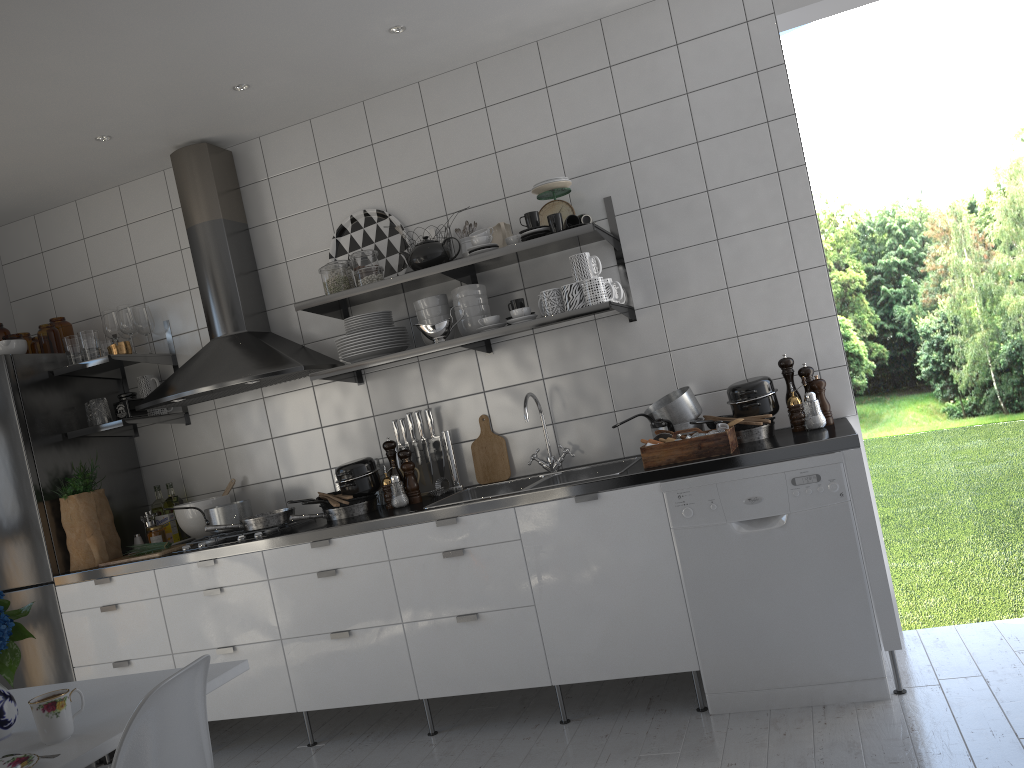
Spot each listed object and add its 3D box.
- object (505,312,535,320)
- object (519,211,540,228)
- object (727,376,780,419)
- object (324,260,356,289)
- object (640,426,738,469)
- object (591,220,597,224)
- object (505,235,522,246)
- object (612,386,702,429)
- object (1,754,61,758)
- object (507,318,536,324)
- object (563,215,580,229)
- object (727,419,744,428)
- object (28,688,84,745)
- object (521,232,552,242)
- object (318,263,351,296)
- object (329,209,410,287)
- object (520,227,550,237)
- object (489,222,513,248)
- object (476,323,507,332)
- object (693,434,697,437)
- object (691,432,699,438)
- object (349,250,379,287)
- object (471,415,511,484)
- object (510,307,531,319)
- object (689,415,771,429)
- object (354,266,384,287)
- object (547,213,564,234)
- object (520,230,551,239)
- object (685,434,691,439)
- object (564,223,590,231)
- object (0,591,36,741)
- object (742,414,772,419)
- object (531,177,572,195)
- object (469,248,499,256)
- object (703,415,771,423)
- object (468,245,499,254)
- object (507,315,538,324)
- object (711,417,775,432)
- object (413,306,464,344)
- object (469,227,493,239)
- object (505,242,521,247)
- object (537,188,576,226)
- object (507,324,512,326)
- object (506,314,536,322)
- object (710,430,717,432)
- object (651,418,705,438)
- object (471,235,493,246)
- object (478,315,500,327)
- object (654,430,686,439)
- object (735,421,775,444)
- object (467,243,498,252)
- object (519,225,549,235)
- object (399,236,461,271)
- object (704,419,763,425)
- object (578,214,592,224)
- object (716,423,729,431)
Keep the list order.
[{"bbox_3d":[0.035,-0.262,3.509,0.121,0.023,0.121,-12,-1,-1],"label":"object"},{"bbox_3d":[0.074,-0.602,3.327,0.071,0.078,0.055,-12,0,38],"label":"object"},{"bbox_3d":[0.893,0.058,3.289,0.190,0.159,0.198,-12,0,-21],"label":"object"},{"bbox_3d":[-0.728,-0.434,3.786,0.122,0.171,0.121,-12,0,38],"label":"object"},{"bbox_3d":[0.617,0.207,3.091,0.301,0.100,0.210,-12,-1,20],"label":"object"},{"bbox_3d":[0.305,-0.608,3.438,0.066,0.067,0.052,-12,0,19],"label":"object"},{"bbox_3d":[0.015,-0.544,3.426,0.080,0.048,0.082,-12,-1,30],"label":"object"},{"bbox_3d":[0.542,0.122,3.383,0.371,0.169,0.203,-12,0,-5],"label":"object"},{"bbox_3d":[-0.950,0.733,1.743,0.140,0.011,0.032,-12,-1,21],"label":"object"},{"bbox_3d":[0.040,-0.244,3.508,0.121,0.021,0.121,-11,-1,-38],"label":"object"},{"bbox_3d":[0.226,-0.597,3.310,0.069,0.058,0.080,-12,0,-9],"label":"object"},{"bbox_3d":[0.694,0.191,3.136,0.271,0.094,0.050,-12,0,23],"label":"object"},{"bbox_3d":[-0.949,0.693,1.844,0.078,0.095,0.090,-12,0,11],"label":"object"},{"bbox_3d":[0.094,-0.542,3.323,0.121,0.021,0.121,-12,-1,-5],"label":"object"},{"bbox_3d":[-0.720,-0.419,3.624,0.121,0.130,0.121,-12,0,4],"label":"object"},{"bbox_3d":[-0.623,-0.568,3.877,0.396,0.394,0.053,-12,1,18],"label":"object"},{"bbox_3d":[0.091,-0.561,3.323,0.120,0.023,0.121,-11,-2,-41],"label":"object"},{"bbox_3d":[-0.033,-0.576,3.577,0.128,0.152,0.115,-12,0,44],"label":"object"},{"bbox_3d":[-0.076,-0.212,3.408,0.121,0.021,0.121,-12,-1,15],"label":"object"},{"bbox_3d":[0.658,0.208,3.098,0.068,0.068,0.026,-12,1,10],"label":"object"},{"bbox_3d":[0.661,0.203,3.119,0.068,0.067,0.035,-12,0,-1],"label":"object"},{"bbox_3d":[-0.602,-0.463,3.690,0.122,0.171,0.121,-12,0,38],"label":"object"},{"bbox_3d":[-0.099,0.275,3.786,0.158,0.294,0.046,-12,1,18],"label":"object"},{"bbox_3d":[0.036,-0.259,3.342,0.080,0.048,0.082,-12,-1,30],"label":"object"},{"bbox_3d":[0.818,0.138,3.258,0.247,0.080,0.355,-12,-1,26],"label":"object"},{"bbox_3d":[-0.571,-0.426,3.567,0.121,0.079,0.121,-12,-1,4],"label":"object"},{"bbox_3d":[0.166,-0.587,3.268,0.055,0.077,0.070,-12,0,-19],"label":"object"},{"bbox_3d":[0.092,-0.551,3.323,0.121,0.021,0.121,-12,-1,22],"label":"object"},{"bbox_3d":[0.612,0.210,3.135,0.054,0.059,0.068,-12,0,14],"label":"object"},{"bbox_3d":[0.246,-0.575,3.309,0.121,0.021,0.121,-12,-1,22],"label":"object"},{"bbox_3d":[-1.187,0.602,1.954,0.266,0.377,0.235,-12,0,20],"label":"object"},{"bbox_3d":[0.831,0.134,3.233,0.065,0.021,0.337,-12,-1,-19],"label":"object"},{"bbox_3d":[0.156,-0.777,3.503,0.162,0.047,0.164,-12,-1,-23],"label":"object"},{"bbox_3d":[-0.105,-0.498,3.405,0.121,0.021,0.121,-12,-1,22],"label":"object"},{"bbox_3d":[0.805,0.128,3.204,0.059,0.061,0.335,-12,-1,-24],"label":"object"},{"bbox_3d":[-0.107,-0.507,3.405,0.121,0.021,0.121,-12,-1,22],"label":"object"},{"bbox_3d":[0.041,-0.238,3.344,0.121,0.021,0.121,-12,-1,22],"label":"object"},{"bbox_3d":[0.809,0.154,3.262,0.346,0.082,0.244,-11,-1,-31],"label":"object"},{"bbox_3d":[-0.282,-0.224,3.485,0.210,0.135,0.102,-12,0,0],"label":"object"},{"bbox_3d":[-0.121,-0.565,3.403,0.083,0.067,0.078,-12,0,33],"label":"object"},{"bbox_3d":[0.020,-0.524,3.428,0.121,0.021,0.121,-12,-1,22],"label":"object"},{"bbox_3d":[0.183,-0.653,3.494,0.159,0.209,0.185,-12,0,18],"label":"object"},{"bbox_3d":[0.042,-0.235,3.507,0.121,0.021,0.121,-11,-1,-38],"label":"object"},{"bbox_3d":[0.038,-0.253,3.506,0.121,0.023,0.121,-12,-1,-11],"label":"object"},{"bbox_3d":[0.710,0.189,3.108,0.048,0.052,0.048,-12,0,-8],"label":"object"},{"bbox_3d":[0.634,0.181,3.319,0.200,0.154,0.347,-12,-1,2],"label":"object"},{"bbox_3d":[-0.115,-0.537,3.404,0.079,0.050,0.082,-12,-1,-9],"label":"object"},{"bbox_3d":[-0.081,-0.232,3.406,0.079,0.048,0.082,-12,-1,10],"label":"object"},{"bbox_3d":[0.652,0.195,3.174,0.266,0.107,0.048,-12,1,15],"label":"object"},{"bbox_3d":[0.804,0.192,3.290,0.351,0.061,0.232,-12,-1,-3],"label":"object"},{"bbox_3d":[-0.112,-0.516,3.406,0.121,0.024,0.121,-12,-1,13],"label":"object"},{"bbox_3d":[0.086,-0.569,3.324,0.121,0.023,0.121,-11,-1,-31],"label":"object"},{"bbox_3d":[-0.322,-0.512,3.490,0.177,0.142,0.201,-12,-1,-31],"label":"object"},{"bbox_3d":[0.792,0.137,3.198,0.064,0.044,0.335,-12,-1,-16],"label":"object"},{"bbox_3d":[0.262,-0.611,3.310,0.069,0.059,0.082,-12,0,-4],"label":"object"},{"bbox_3d":[0.728,0.164,3.074,0.050,0.058,0.053,-12,0,12],"label":"object"}]
